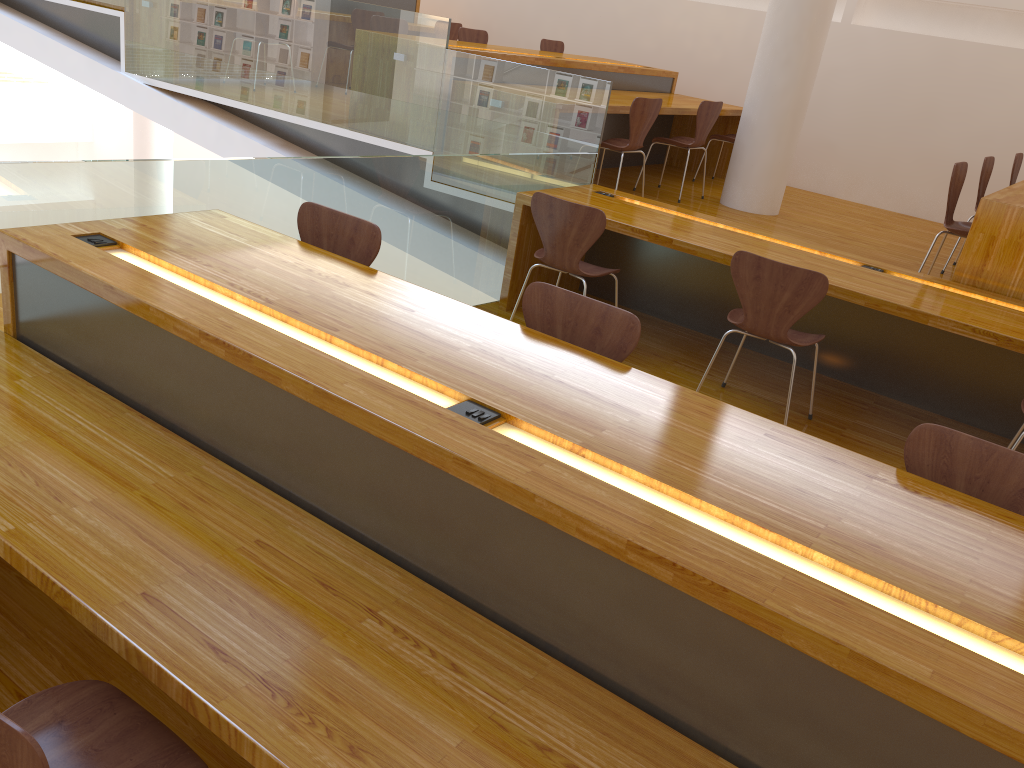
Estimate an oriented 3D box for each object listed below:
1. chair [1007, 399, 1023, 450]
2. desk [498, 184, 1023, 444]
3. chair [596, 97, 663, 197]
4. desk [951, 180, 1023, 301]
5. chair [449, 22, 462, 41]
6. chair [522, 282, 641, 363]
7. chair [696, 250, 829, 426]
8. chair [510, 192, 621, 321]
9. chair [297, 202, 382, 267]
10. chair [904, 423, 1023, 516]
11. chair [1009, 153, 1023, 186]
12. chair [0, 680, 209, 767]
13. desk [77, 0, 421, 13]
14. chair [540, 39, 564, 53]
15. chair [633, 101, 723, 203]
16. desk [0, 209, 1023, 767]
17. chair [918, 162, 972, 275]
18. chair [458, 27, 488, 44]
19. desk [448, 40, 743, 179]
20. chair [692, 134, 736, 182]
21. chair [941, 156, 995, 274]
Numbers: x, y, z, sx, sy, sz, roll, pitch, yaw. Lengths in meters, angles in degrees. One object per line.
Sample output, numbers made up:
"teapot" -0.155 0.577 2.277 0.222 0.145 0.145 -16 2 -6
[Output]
"chair" 1.997 0.180 3.142 0.428 0.693 0.381 23 26 29
"desk" 1.474 -0.207 3.980 3.185 0.606 0.760 23 26 29
"chair" 0.637 -1.465 5.549 0.381 0.693 0.428 23 26 29
"desk" 3.226 -0.779 5.071 0.760 0.606 3.185 23 26 29
"chair" -0.771 -3.152 8.564 0.381 0.693 0.428 23 26 29
"chair" 0.055 0.109 2.516 0.428 0.693 0.381 23 26 29
"chair" 1.074 -0.193 3.655 0.428 0.693 0.381 23 26 29
"chair" 0.292 -0.524 4.127 0.428 0.693 0.381 23 26 29
"chair" -0.727 -0.223 2.987 0.428 0.693 0.381 23 26 29
"chair" 0.934 0.499 1.943 0.428 0.693 0.381 23 26 29
"chair" 3.575 -1.210 6.144 0.381 0.693 0.428 23 26 29
"chair" -0.763 0.706 1.579 0.428 0.693 0.381 23 26 29
"desk" -1.973 -3.226 7.797 1.248 1.022 3.216 23 26 29
"chair" 0.448 -2.702 7.979 0.381 0.693 0.428 23 26 29
"chair" 1.193 -1.689 6.313 0.381 0.693 0.428 23 26 29
"desk" -0.218 0.482 2.047 3.236 0.918 1.285 23 26 29
"chair" 2.348 -0.740 4.518 0.381 0.693 0.428 23 26 29
"chair" -0.223 -2.457 7.117 0.381 0.693 0.428 23 26 29
"desk" 0.502 -1.997 6.649 1.527 0.785 3.243 23 26 29
"chair" 1.802 -1.961 7.212 0.381 0.693 0.428 23 26 29
"chair" 2.904 -0.965 5.282 0.381 0.693 0.428 23 26 29
